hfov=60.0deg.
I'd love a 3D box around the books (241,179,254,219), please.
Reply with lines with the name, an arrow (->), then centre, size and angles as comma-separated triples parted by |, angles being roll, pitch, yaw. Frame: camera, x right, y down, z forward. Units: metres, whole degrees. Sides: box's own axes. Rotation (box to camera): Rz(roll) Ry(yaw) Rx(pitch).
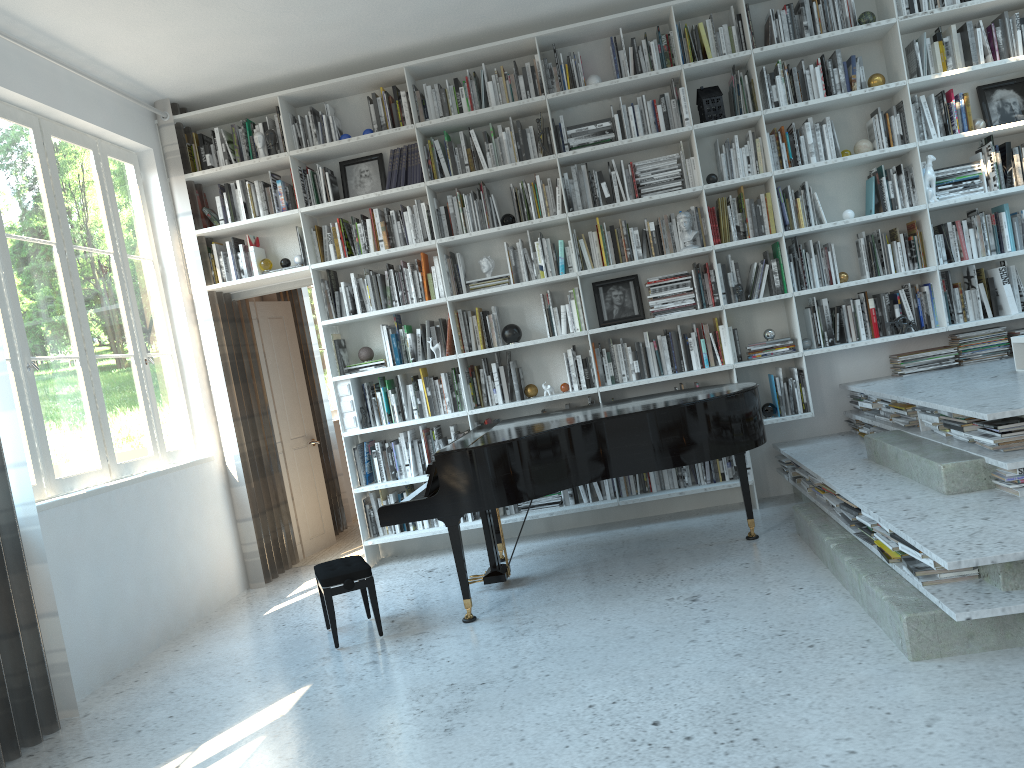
books -> -1.740, -1.213, 5.939 | 0.037, 0.292, 0.155 | -10, 2, 7

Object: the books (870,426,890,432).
books -> 2.120, 0.245, 4.917 | 0.181, 0.017, 0.249 | -10, 2, 4

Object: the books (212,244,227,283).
books -> -1.950, -0.797, 5.984 | 0.023, 0.282, 0.170 | -10, 2, 7

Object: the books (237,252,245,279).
books -> -1.785, -0.782, 5.965 | 0.024, 0.193, 0.180 | -10, 2, 7

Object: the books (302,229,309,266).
books -> -1.350, -0.899, 5.930 | 0.044, 0.269, 0.133 | -10, 2, 7

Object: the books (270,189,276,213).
books -> -1.560, -1.198, 5.934 | 0.029, 0.198, 0.144 | -10, 2, 7

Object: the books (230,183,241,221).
books -> -1.824, -1.196, 5.957 | 0.028, 0.288, 0.132 | -10, 2, 7

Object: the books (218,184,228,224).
books -> -1.912, -1.184, 5.965 | 0.011, 0.297, 0.162 | -10, 2, 7

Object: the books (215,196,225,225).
books -> -1.928, -1.141, 5.967 | 0.034, 0.218, 0.166 | -10, 2, 7

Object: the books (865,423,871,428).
books -> 2.180, 0.237, 5.222 | 0.137, 0.018, 0.200 | -10, 2, 3

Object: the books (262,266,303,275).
books -> -1.511, -0.752, 5.942 | 0.285, 0.012, 0.159 | -10, 2, 4

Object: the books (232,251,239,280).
books -> -1.830, -0.785, 5.995 | 0.023, 0.214, 0.140 | -10, 2, 7

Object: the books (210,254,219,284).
books -> -1.975, -0.763, 5.989 | 0.013, 0.222, 0.162 | -10, 2, 7

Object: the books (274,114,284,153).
books -> -1.509, -1.624, 5.885 | 0.022, 0.287, 0.175 | -10, 2, 7

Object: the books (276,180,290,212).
books -> -1.496, -1.224, 5.894 | 0.029, 0.229, 0.191 | -10, 2, 7

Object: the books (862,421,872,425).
books -> 2.172, 0.214, 5.221 | 0.149, 0.014, 0.228 | -10, 2, 5

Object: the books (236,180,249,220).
books -> -1.770, -1.204, 5.923 | 0.021, 0.286, 0.179 | -10, 2, 7

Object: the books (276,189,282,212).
books -> -1.519, -1.197, 5.920 | 0.031, 0.182, 0.151 | -10, 2, 7

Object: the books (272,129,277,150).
books -> -1.551, -1.575, 5.897 | 0.023, 0.205, 0.145 | -10, 2, 7

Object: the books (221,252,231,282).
books -> -1.901, -0.775, 5.979 | 0.010, 0.220, 0.181 | -10, 2, 7

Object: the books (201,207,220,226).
books -> -1.999, -1.108, 5.988 | 0.121, 0.176, 0.129 | -10, 2, 7

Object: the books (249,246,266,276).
books -> -1.690, -0.808, 5.941 | 0.029, 0.211, 0.187 | -10, 2, 7

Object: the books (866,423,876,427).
books -> 2.172, 0.225, 5.222 | 0.144, 0.009, 0.249 | -10, 2, 11

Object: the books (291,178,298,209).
books -> -1.419, -1.242, 5.912 | 0.014, 0.236, 0.143 | -10, 2, 7

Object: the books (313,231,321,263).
books -> -1.267, -0.895, 5.902 | 0.022, 0.232, 0.151 | -10, 2, 7

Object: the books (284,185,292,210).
books -> -1.461, -1.214, 5.919 | 0.029, 0.196, 0.146 | -10, 2, 7

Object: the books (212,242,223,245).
books -> -1.967, -0.806, 6.008 | 0.013, 0.303, 0.135 | -10, 2, 7

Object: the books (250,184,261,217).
books -> -1.684, -1.198, 5.924 | 0.021, 0.244, 0.173 | -10, 2, 7

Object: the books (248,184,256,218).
books -> -1.700, -1.198, 5.926 | 0.012, 0.249, 0.192 | -10, 2, 7

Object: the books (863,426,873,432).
books -> 2.176, 0.252, 5.223 | 0.159, 0.009, 0.228 | -10, 2, 8

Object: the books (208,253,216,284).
books -> -1.989, -0.763, 5.990 | 0.013, 0.228, 0.179 | -10, 2, 7

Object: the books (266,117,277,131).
books -> -1.576, -1.615, 5.902 | 0.013, 0.292, 0.154 | -10, 2, 7

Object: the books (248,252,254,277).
books -> -1.725, -0.792, 5.980 | 0.029, 0.191, 0.134 | -10, 2, 7

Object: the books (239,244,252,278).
books -> -1.759, -0.808, 5.942 | 0.021, 0.237, 0.188 | -10, 2, 7

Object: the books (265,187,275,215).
books -> -1.590, -1.199, 5.929 | 0.028, 0.212, 0.138 | -10, 2, 7

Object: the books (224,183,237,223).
books -> -1.851, -1.188, 5.938 | 0.023, 0.283, 0.185 | -10, 2, 7

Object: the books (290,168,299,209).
books -> -1.412, -1.273, 5.897 | 0.014, 0.294, 0.172 | -10, 2, 7

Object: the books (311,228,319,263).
books -> -1.284, -0.903, 5.912 | 0.012, 0.254, 0.160 | -10, 2, 7

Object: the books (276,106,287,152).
books -> -1.497, -1.652, 5.877 | 0.014, 0.338, 0.167 | -10, 2, 7

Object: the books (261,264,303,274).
books -> -1.513, -0.764, 5.944 | 0.285, 0.012, 0.159 | -10, 2, 9

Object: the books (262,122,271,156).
books -> -1.594, -1.595, 5.893 | 0.027, 0.259, 0.146 | -10, 2, 7

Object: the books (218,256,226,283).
books -> -1.916, -0.761, 5.990 | 0.029, 0.197, 0.160 | -10, 2, 7

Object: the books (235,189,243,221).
books -> -1.794, -1.176, 5.954 | 0.024, 0.239, 0.155 | -10, 2, 7

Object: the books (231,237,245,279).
books -> -1.814, -0.829, 5.952 | 0.013, 0.297, 0.187 | -10, 2, 7

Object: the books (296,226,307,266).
books -> -1.382, -0.901, 5.912 | 0.012, 0.285, 0.159 | -10, 2, 7

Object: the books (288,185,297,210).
books -> -1.435, -1.214, 5.901 | 0.026, 0.188, 0.154 | -10, 2, 7

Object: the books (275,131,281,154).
books -> -1.525, -1.570, 5.891 | 0.028, 0.185, 0.167 | -10, 2, 7

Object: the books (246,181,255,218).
books -> -1.714, -1.205, 5.928 | 0.013, 0.269, 0.162 | -10, 2, 7

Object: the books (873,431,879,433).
books -> 2.128, 0.257, 4.917 | 0.178, 0.009, 0.276 | -10, 2, 8

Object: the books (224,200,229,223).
books -> -1.884, -1.137, 5.976 | 0.024, 0.192, 0.138 | -10, 2, 7

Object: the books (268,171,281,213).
books -> -1.552, -1.252, 5.905 | 0.012, 0.303, 0.189 | -10, 2, 7

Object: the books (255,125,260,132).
books -> -1.640, -1.579, 5.893 | 0.025, 0.244, 0.167 | -10, 2, 7

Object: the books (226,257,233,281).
books -> -1.875, -0.762, 6.002 | 0.029, 0.185, 0.134 | -10, 2, 7

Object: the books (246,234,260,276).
books -> -1.717, -0.848, 5.955 | 0.013, 0.299, 0.179 | -10, 2, 7

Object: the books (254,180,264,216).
books -> -1.652, -1.212, 5.918 | 0.025, 0.261, 0.166 | -10, 2, 7

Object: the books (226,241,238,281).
books -> -1.861, -0.813, 5.980 | 0.022, 0.281, 0.156 | -10, 2, 7

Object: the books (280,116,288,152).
books -> -1.449, -1.616, 5.843 | 0.024, 0.252, 0.234 | -10, 2, 7

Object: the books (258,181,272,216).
books -> -1.624, -1.212, 5.914 | 0.030, 0.251, 0.165 | -10, 2, 7

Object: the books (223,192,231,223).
books -> -1.868, -1.157, 5.947 | 0.023, 0.228, 0.171 | -10, 2, 7
